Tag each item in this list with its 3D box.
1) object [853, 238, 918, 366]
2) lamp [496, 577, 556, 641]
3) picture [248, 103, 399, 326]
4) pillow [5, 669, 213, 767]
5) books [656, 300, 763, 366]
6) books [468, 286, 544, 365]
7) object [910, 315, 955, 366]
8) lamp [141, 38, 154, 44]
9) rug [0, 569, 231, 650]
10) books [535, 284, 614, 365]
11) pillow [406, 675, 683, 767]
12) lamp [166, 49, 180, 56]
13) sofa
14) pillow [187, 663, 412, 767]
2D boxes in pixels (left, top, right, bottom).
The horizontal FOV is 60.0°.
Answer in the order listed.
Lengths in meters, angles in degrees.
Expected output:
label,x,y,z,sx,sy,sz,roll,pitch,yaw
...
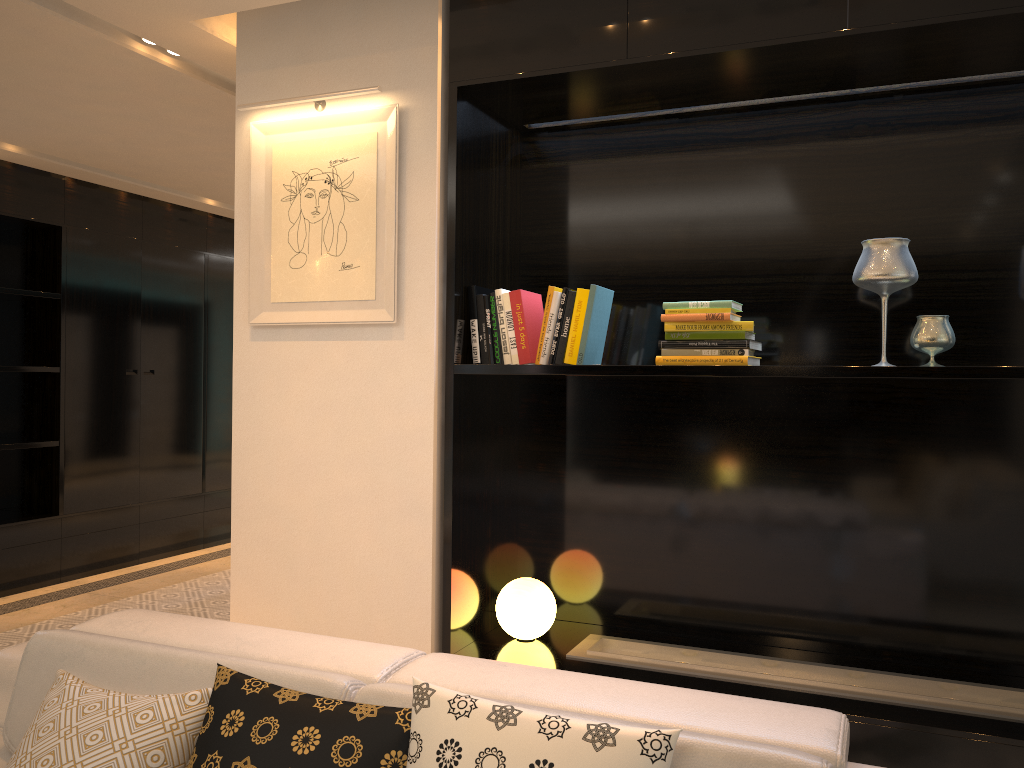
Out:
label,x,y,z,sx,sy,sz,roll,pitch,yaw
object,1.117,-0.237,2.658,0.181,0.381,0.181,1,0,17
lamp,0.049,0.790,3.122,0.212,0.214,0.213,1,0,-28
picture,-0.657,-0.570,3.068,0.610,0.729,0.027,1,0,23
pillow,-0.871,0.787,1.771,0.521,0.329,0.351,1,0,23
books,0.626,-0.154,2.804,0.296,0.197,0.260,1,0,25
books,-0.006,-0.196,3.040,0.240,0.270,0.208,1,0,23
object,1.231,-0.122,2.597,0.119,0.154,0.119,1,0,33
lamp,-1.409,-1.402,3.480,0.107,0.127,0.107,1,0,4
rug,-1.087,1.310,6.400,1.526,0.015,5.025,1,0,23
books,0.209,-0.189,2.954,0.210,0.261,0.212,1,0,23
pillow,-0.006,0.749,1.464,0.526,0.399,0.255,1,0,23
lamp,-1.359,-1.402,3.599,0.107,0.127,0.107,1,0,4
sofa,-0.409,0.965,1.536,2.328,0.754,1.145,1,0,23
pillow,-0.445,0.758,1.602,0.524,0.355,0.323,1,0,23
